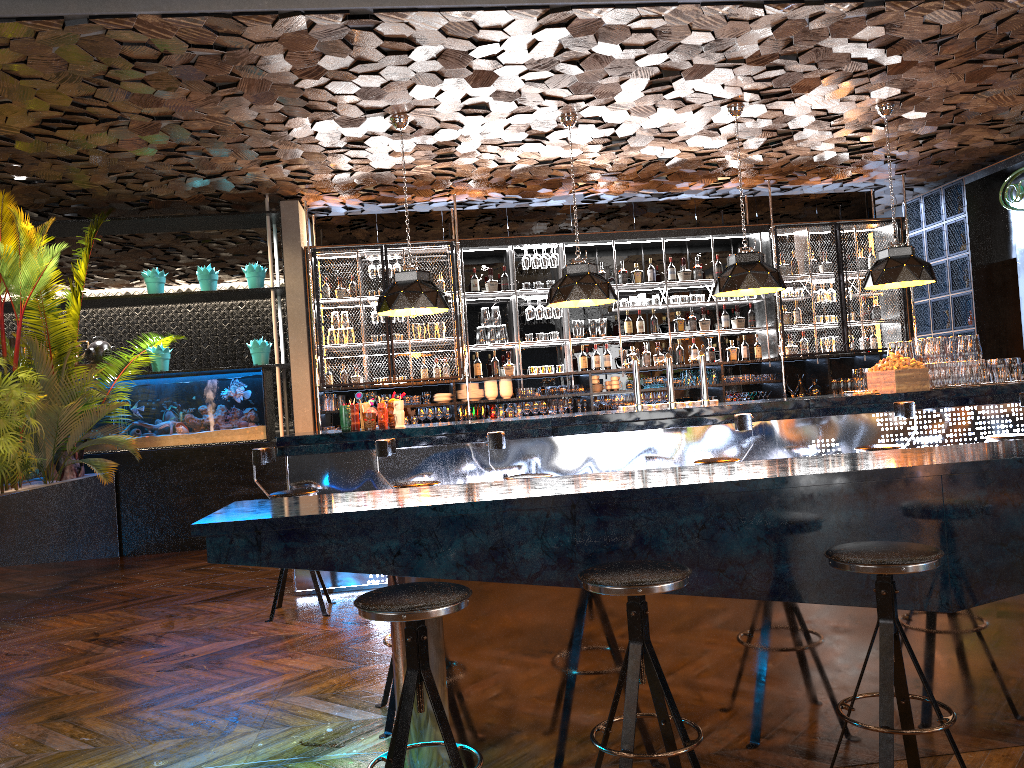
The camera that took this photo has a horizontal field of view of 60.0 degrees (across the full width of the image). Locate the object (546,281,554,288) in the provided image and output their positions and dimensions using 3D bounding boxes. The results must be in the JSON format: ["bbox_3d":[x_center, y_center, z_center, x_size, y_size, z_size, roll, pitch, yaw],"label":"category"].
[{"bbox_3d":[0.429,-1.095,9.831,0.089,0.092,0.089,-3,-1,-38],"label":"object"}]

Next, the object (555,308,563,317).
[{"bbox_3d":[0.515,-0.867,9.817,0.092,0.244,0.092,-5,-1,45],"label":"object"}]

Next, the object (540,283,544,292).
[{"bbox_3d":[0.318,-1.084,9.993,0.089,0.092,0.089,-4,-1,5],"label":"object"}]

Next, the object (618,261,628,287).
[{"bbox_3d":[1.250,-1.244,9.997,0.083,0.282,0.083,-4,-1,-21],"label":"object"}]

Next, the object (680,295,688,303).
[{"bbox_3d":[1.942,-0.952,10.012,0.089,0.092,0.089,-3,-1,-43],"label":"object"}]

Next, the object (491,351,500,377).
[{"bbox_3d":[-0.186,-0.220,9.794,0.086,0.297,0.086,-5,-1,28],"label":"object"}]

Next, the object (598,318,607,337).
[{"bbox_3d":[1.015,-0.623,9.897,0.105,0.209,0.105,-5,-1,39],"label":"object"}]

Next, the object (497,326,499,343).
[{"bbox_3d":[-0.122,-0.543,9.924,0.105,0.209,0.105,-5,-1,39],"label":"object"}]

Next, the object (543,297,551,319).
[{"bbox_3d":[0.395,-0.856,9.970,0.092,0.244,0.092,-5,-1,45],"label":"object"}]

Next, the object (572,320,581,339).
[{"bbox_3d":[0.718,-0.603,9.862,0.105,0.209,0.105,-5,-1,39],"label":"object"}]

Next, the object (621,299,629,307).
[{"bbox_3d":[1.261,-0.906,9.925,0.089,0.092,0.089,-4,-1,20],"label":"object"}]

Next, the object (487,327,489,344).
[{"bbox_3d":[-0.232,-0.536,9.923,0.105,0.209,0.105,-5,-1,39],"label":"object"}]

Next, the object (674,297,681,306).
[{"bbox_3d":[1.893,-0.946,10.166,0.089,0.092,0.089,-5,-1,33],"label":"object"}]

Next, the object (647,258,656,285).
[{"bbox_3d":[1.578,-1.273,10.046,0.086,0.298,0.086,-5,-1,43],"label":"object"}]

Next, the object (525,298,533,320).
[{"bbox_3d":[0.187,-0.842,9.948,0.092,0.244,0.092,-5,-1,45],"label":"object"}]

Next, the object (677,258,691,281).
[{"bbox_3d":[1.954,-1.289,10.058,0.123,0.279,0.123,-4,-1,-17],"label":"object"}]

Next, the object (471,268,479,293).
[{"bbox_3d":[-0.412,-1.140,9.850,0.086,0.298,0.086,-5,-1,43],"label":"object"}]

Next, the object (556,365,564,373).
[{"bbox_3d":[0.537,-0.165,9.853,0.089,0.092,0.089,-4,-1,5],"label":"object"}]

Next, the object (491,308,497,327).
[{"bbox_3d":[-0.188,-0.748,9.923,0.105,0.209,0.105,-5,-1,39],"label":"object"}]

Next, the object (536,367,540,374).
[{"bbox_3d":[0.287,-0.145,9.975,0.089,0.092,0.089,-3,-1,-34],"label":"object"}]

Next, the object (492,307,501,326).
[{"bbox_3d":[-0.174,-0.751,9.833,0.105,0.209,0.105,-5,-1,39],"label":"object"}]

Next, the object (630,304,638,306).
[{"bbox_3d":[1.361,-0.913,9.930,0.089,0.092,0.089,-3,-1,-34],"label":"object"}]

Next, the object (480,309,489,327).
[{"bbox_3d":[-0.306,-0.740,9.922,0.105,0.209,0.105,-5,-1,39],"label":"object"}]

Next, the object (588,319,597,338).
[{"bbox_3d":[0.905,-0.615,9.909,0.105,0.209,0.105,-5,-1,39],"label":"object"}]

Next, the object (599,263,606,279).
[{"bbox_3d":[1.014,-1.222,9.971,0.083,0.282,0.083,-4,-1,9],"label":"object"}]

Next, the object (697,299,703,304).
[{"bbox_3d":[2.152,-0.963,10.185,0.089,0.092,0.089,-3,-1,-32],"label":"object"}]

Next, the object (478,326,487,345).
[{"bbox_3d":[-0.331,-0.531,9.802,0.105,0.209,0.105,-5,-1,39],"label":"object"}]

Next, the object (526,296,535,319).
[{"bbox_3d":[0.205,-0.846,9.784,0.092,0.244,0.092,-5,-1,45],"label":"object"}]

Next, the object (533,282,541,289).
[{"bbox_3d":[0.282,-1.084,9.866,0.089,0.092,0.089,-3,-1,-38],"label":"object"}]

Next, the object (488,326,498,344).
[{"bbox_3d":[-0.213,-0.539,9.815,0.105,0.209,0.105,-5,-1,39],"label":"object"}]

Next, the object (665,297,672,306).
[{"bbox_3d":[1.794,-0.939,10.149,0.089,0.092,0.089,-5,-1,36],"label":"object"}]

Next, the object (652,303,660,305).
[{"bbox_3d":[1.618,-0.930,9.966,0.089,0.092,0.089,-4,-1,20],"label":"object"}]

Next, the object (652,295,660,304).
[{"bbox_3d":[1.617,-0.950,9.966,0.089,0.092,0.089,-4,-1,-15],"label":"object"}]

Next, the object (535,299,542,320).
[{"bbox_3d":[0.296,-0.850,9.960,0.092,0.244,0.092,-5,-1,45],"label":"object"}]

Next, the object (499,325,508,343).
[{"bbox_3d":[-0.098,-0.547,9.815,0.105,0.209,0.105,-5,-1,39],"label":"object"}]

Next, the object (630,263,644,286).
[{"bbox_3d":[1.411,-1.237,10.013,0.151,0.248,0.094,-4,-1,-2],"label":"object"}]

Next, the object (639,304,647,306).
[{"bbox_3d":[1.472,-0.920,9.980,0.089,0.092,0.089,-4,-1,-17],"label":"object"}]

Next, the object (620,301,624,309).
[{"bbox_3d":[1.266,-0.904,10.090,0.089,0.092,0.089,-3,-1,-34],"label":"object"}]

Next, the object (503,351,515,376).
[{"bbox_3d":[-0.031,-0.220,9.821,0.123,0.279,0.123,-4,-1,8],"label":"object"}]

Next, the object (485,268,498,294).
[{"bbox_3d":[-0.230,-1.142,9.824,0.123,0.279,0.123,-4,-1,-17],"label":"object"}]

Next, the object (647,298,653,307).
[{"bbox_3d":[1.580,-0.925,10.102,0.089,0.092,0.089,-4,-1,-17],"label":"object"}]

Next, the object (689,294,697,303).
[{"bbox_3d":[2.049,-0.960,9.999,0.089,0.092,0.089,-3,-1,-43],"label":"object"}]

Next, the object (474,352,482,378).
[{"bbox_3d":[-0.379,-0.206,9.804,0.086,0.299,0.086,-5,-1,43],"label":"object"}]

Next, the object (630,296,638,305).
[{"bbox_3d":[1.360,-0.933,9.930,0.089,0.092,0.089,-5,-1,36],"label":"object"}]

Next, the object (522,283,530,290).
[{"bbox_3d":[0.159,-1.075,9.876,0.089,0.092,0.089,-3,-1,-38],"label":"object"}]

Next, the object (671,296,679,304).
[{"bbox_3d":[1.834,-0.945,9.989,0.089,0.092,0.089,-3,-1,-34],"label":"object"}]

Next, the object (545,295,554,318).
[{"bbox_3d":[0.412,-0.860,9.806,0.092,0.244,0.092,-5,-1,45],"label":"object"}]

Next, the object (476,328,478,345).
[{"bbox_3d":[-0.354,-0.527,9.917,0.105,0.209,0.105,-5,-1,39],"label":"object"}]

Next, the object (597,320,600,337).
[{"bbox_3d":[1.015,-0.621,10.005,0.105,0.209,0.105,-5,-1,39],"label":"object"}]

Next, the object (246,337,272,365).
[{"bbox_3d":[-2.694,-0.343,9.475,0.265,0.325,0.245,-4,-1,-12],"label":"object"}]

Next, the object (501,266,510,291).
[{"bbox_3d":[-0.079,-1.163,9.857,0.086,0.299,0.086,-5,-1,43],"label":"object"}]

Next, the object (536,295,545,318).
[{"bbox_3d":[0.314,-0.854,9.796,0.092,0.244,0.092,-5,-1,45],"label":"object"}]

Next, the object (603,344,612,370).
[{"bbox_3d":[1.070,-0.304,9.961,0.086,0.298,0.086,-5,-1,43],"label":"object"}]

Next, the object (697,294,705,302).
[{"bbox_3d":[2.143,-0.965,10.044,0.089,0.092,0.089,-5,-1,38],"label":"object"}]

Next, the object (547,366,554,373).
[{"bbox_3d":[0.425,-0.156,9.905,0.089,0.092,0.089,-4,-1,5],"label":"object"}]

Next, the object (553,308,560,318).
[{"bbox_3d":[0.498,-0.863,9.981,0.092,0.244,0.092,-5,-1,45],"label":"object"}]

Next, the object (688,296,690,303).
[{"bbox_3d":[2.012,-0.955,10.140,0.089,0.092,0.089,-4,-1,-7],"label":"object"}]

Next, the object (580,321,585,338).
[{"bbox_3d":[0.769,-0.604,9.983,0.105,0.209,0.105,-5,-1,39],"label":"object"}]

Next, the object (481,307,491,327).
[{"bbox_3d":[-0.288,-0.743,9.811,0.105,0.209,0.105,-5,-1,39],"label":"object"}]
